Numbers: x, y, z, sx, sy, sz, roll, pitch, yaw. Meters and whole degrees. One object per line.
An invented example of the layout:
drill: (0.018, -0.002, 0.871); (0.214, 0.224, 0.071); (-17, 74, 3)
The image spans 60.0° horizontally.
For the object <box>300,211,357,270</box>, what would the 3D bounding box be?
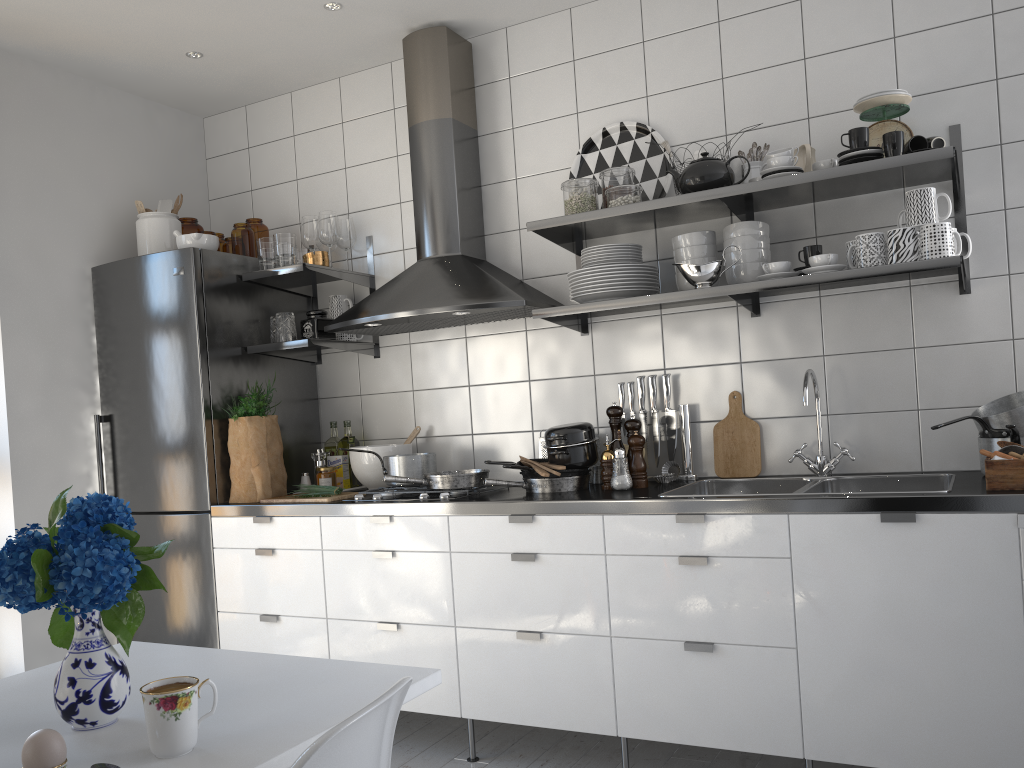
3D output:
object: (-0.761, -0.570, 3.674); (0.193, 0.244, 0.205); (-4, -1, 26)

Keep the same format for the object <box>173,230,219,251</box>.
object: (-1.238, -0.553, 3.506); (0.159, 0.110, 0.172); (-4, -1, 23)

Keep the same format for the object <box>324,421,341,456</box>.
object: (-0.738, 0.298, 3.709); (0.066, 0.282, 0.066); (-4, 0, 23)

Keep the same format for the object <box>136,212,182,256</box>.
object: (-1.443, -0.584, 3.634); (0.174, 0.208, 0.174); (-4, -1, 23)

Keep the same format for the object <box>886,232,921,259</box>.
object: (1.116, -0.374, 2.525); (0.083, 0.100, 0.108); (-4, -1, -3)

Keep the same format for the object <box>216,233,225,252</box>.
object: (-1.317, -0.571, 3.937); (0.113, 0.186, 0.113); (-4, 0, -33)

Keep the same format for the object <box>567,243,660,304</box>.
object: (0.337, -0.355, 2.957); (0.306, 0.195, 0.300); (-5, -2, 32)

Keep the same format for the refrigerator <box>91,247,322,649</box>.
refrigerator: (-1.239, 0.410, 3.692); (0.577, 1.800, 0.693); (-4, 0, 28)

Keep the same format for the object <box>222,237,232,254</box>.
object: (-1.184, -0.556, 3.775); (0.093, 0.127, 0.093); (-3, -1, -41)

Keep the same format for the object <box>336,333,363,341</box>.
object: (-0.675, -0.218, 3.653); (0.108, 0.100, 0.083); (-4, -1, 17)

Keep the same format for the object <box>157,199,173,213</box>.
object: (-1.443, -0.630, 3.643); (0.064, 0.290, 0.141); (-4, 0, 2)

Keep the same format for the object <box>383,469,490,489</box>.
object: (-0.251, 0.328, 3.085); (0.351, 0.061, 0.232); (-4, -2, 6)

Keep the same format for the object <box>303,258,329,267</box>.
object: (-0.770, -0.470, 3.489); (0.100, 0.036, 0.100); (-2, -2, -43)

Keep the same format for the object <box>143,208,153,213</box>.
object: (-1.476, -0.608, 3.644); (0.061, 0.251, 0.117); (-4, 0, -32)

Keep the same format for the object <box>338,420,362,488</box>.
object: (-0.669, 0.292, 3.666); (0.090, 0.282, 0.082); (-4, 0, 28)

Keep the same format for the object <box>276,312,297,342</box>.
object: (-0.888, -0.220, 3.478); (0.086, 0.119, 0.086); (-4, 0, 24)

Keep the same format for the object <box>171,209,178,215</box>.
object: (-1.403, -0.611, 3.657); (0.050, 0.247, 0.114); (-4, 0, -7)

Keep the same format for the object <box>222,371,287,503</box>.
object: (-0.985, 0.202, 3.413); (0.174, 0.509, 0.282); (-4, 0, 15)

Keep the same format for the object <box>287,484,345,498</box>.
object: (-0.743, 0.396, 3.278); (0.276, 0.053, 0.141); (-6, -2, 43)

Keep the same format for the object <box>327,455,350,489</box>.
object: (-0.711, 0.364, 3.635); (0.077, 0.141, 0.044); (-4, 0, 28)

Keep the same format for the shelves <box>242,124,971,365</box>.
shelves: (0.149, -0.433, 3.080); (2.543, 0.512, 0.426); (-5, -1, 28)

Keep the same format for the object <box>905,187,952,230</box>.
object: (1.124, -0.478, 2.409); (0.083, 0.100, 0.108); (-3, -1, -28)

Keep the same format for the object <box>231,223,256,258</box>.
object: (-1.105, -0.579, 3.645); (0.093, 0.154, 0.093); (-4, 0, -40)

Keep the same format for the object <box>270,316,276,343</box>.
object: (-0.934, -0.213, 3.566); (0.086, 0.119, 0.086); (-4, -1, 38)

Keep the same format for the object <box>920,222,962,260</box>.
object: (1.162, -0.381, 2.396); (0.108, 0.100, 0.083); (-4, -1, 17)

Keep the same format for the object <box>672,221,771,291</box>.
object: (0.675, -0.392, 2.856); (0.310, 0.216, 0.150); (-4, -1, 25)

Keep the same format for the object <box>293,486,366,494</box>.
object: (-0.739, 0.433, 3.613); (0.180, 0.008, 0.272); (-5, -2, 28)

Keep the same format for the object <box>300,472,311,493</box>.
object: (-0.831, 0.398, 3.571); (0.046, 0.084, 0.046); (-4, 0, 5)

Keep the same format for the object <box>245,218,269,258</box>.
object: (-1.084, -0.597, 3.749); (0.097, 0.195, 0.097); (-4, 0, 28)

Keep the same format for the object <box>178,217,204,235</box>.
object: (-1.395, -0.594, 3.833); (0.117, 0.236, 0.118); (-4, 0, -37)

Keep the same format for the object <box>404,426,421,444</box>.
object: (-0.464, 0.290, 3.531); (0.221, 0.232, 0.080); (-4, 0, -11)

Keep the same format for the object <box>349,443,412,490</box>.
object: (-0.518, 0.332, 3.528); (0.247, 0.175, 0.247); (-3, -1, -22)

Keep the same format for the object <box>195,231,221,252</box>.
object: (-1.294, -0.562, 3.753); (0.113, 0.154, 0.113); (-3, -1, -34)

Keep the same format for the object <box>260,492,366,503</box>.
object: (-0.736, 0.420, 3.278); (0.330, 0.012, 0.220); (-5, -2, 28)

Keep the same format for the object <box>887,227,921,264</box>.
object: (1.089, -0.375, 2.435); (0.108, 0.100, 0.083); (-4, -1, 17)

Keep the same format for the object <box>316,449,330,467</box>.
object: (-0.777, 0.353, 3.657); (0.059, 0.172, 0.059); (-4, 0, -13)

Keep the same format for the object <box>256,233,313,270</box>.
object: (-0.908, -0.510, 3.536); (0.190, 0.134, 0.228); (-4, -1, 18)

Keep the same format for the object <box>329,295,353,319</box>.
object: (-0.713, -0.315, 3.666); (0.083, 0.100, 0.108); (-3, -1, -28)

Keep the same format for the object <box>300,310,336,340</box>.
object: (-0.766, -0.229, 3.497); (0.100, 0.123, 0.100); (-4, -1, 38)

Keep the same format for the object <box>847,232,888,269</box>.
object: (1.006, -0.367, 2.497); (0.083, 0.100, 0.108); (-4, -1, -3)

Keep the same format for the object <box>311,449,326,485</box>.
object: (-0.779, 0.351, 3.592); (0.059, 0.172, 0.059); (-4, 0, -13)

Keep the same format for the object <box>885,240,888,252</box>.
object: (1.131, -0.372, 2.601); (0.108, 0.100, 0.083); (-4, -1, 17)

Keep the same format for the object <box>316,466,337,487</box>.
object: (-0.739, 0.382, 3.533); (0.078, 0.101, 0.078); (-4, -1, -5)

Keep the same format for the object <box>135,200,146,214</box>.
object: (-1.493, -0.612, 3.626); (0.054, 0.262, 0.149); (-4, 0, 3)

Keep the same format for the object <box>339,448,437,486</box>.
object: (-0.452, 0.304, 3.313); (0.347, 0.154, 0.200); (-3, -1, -22)

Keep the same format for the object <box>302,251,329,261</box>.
object: (-0.773, -0.492, 3.490); (0.099, 0.048, 0.100); (-3, -2, -39)

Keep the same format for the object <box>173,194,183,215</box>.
object: (-1.399, -0.634, 3.651); (0.131, 0.296, 0.056); (-4, 0, 7)

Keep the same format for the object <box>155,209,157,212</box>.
object: (-1.434, -0.609, 3.671); (0.118, 0.250, 0.033); (-4, 0, 28)
